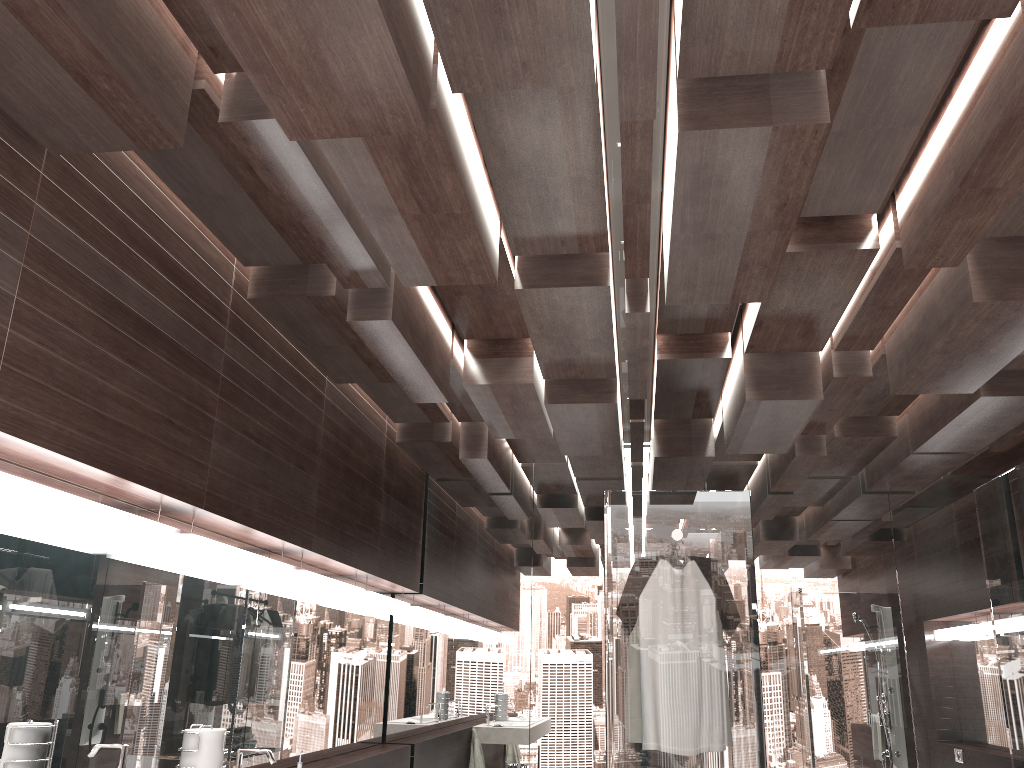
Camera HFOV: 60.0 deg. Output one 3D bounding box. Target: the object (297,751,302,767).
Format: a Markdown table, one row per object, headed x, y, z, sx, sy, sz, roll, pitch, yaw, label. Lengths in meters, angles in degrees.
| x | y | z | sx | sy | sz | roll | pitch | yaw | label |
| --- | --- | --- | --- | --- | --- | --- | --- | --- | --- |
| -0.814 | 1.476 | 3.398 | 0.022 | 0.132 | 0.022 | -16 | -25 | 42 | object |

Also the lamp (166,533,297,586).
| x | y | z | sx | sy | sz | roll | pitch | yaw | label |
| --- | --- | --- | --- | --- | --- | --- | --- | --- | --- |
| -1.031 | 0.678 | 3.360 | 0.082 | 0.082 | 0.950 | -1 | -18 | 8 | lamp |

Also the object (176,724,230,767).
| x | y | z | sx | sy | sz | roll | pitch | yaw | label |
| --- | --- | --- | --- | --- | --- | --- | --- | --- | --- |
| -0.936 | 1.162 | 2.656 | 0.145 | 0.261 | 0.136 | 15 | -23 | -36 | object |

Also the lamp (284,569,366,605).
| x | y | z | sx | sy | sz | roll | pitch | yaw | label |
| --- | --- | --- | --- | --- | --- | --- | --- | --- | --- |
| -0.892 | 1.002 | 4.337 | 0.082 | 0.082 | 0.950 | -1 | -18 | 8 | lamp |

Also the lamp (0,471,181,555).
| x | y | z | sx | sy | sz | roll | pitch | yaw | label |
| --- | --- | --- | --- | --- | --- | --- | --- | --- | --- |
| -1.168 | 0.358 | 2.393 | 0.082 | 0.082 | 0.950 | -1 | -18 | 8 | lamp |

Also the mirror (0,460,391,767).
| x | y | z | sx | sy | sz | roll | pitch | yaw | label |
| --- | --- | --- | --- | --- | --- | --- | --- | --- | --- |
| 0.892 | 0.970 | 2.994 | 4.126 | 0.916 | 5.081 | -1 | -18 | 8 | mirror |

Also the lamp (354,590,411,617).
| x | y | z | sx | sy | sz | roll | pitch | yaw | label |
| --- | --- | --- | --- | --- | --- | --- | --- | --- | --- |
| -0.756 | 1.316 | 5.286 | 0.082 | 0.082 | 0.950 | -1 | -18 | 8 | lamp |

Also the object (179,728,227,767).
| x | y | z | sx | sy | sz | roll | pitch | yaw | label |
| --- | --- | --- | --- | --- | --- | --- | --- | --- | --- |
| -0.932 | 1.162 | 2.650 | 0.124 | 0.246 | 0.128 | 5 | -18 | -10 | object |

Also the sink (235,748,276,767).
| x | y | z | sx | sy | sz | roll | pitch | yaw | label |
| --- | --- | --- | --- | --- | --- | --- | --- | --- | --- |
| -0.752 | 1.357 | 3.032 | 0.427 | 0.193 | 0.681 | -1 | -18 | 8 | sink |
